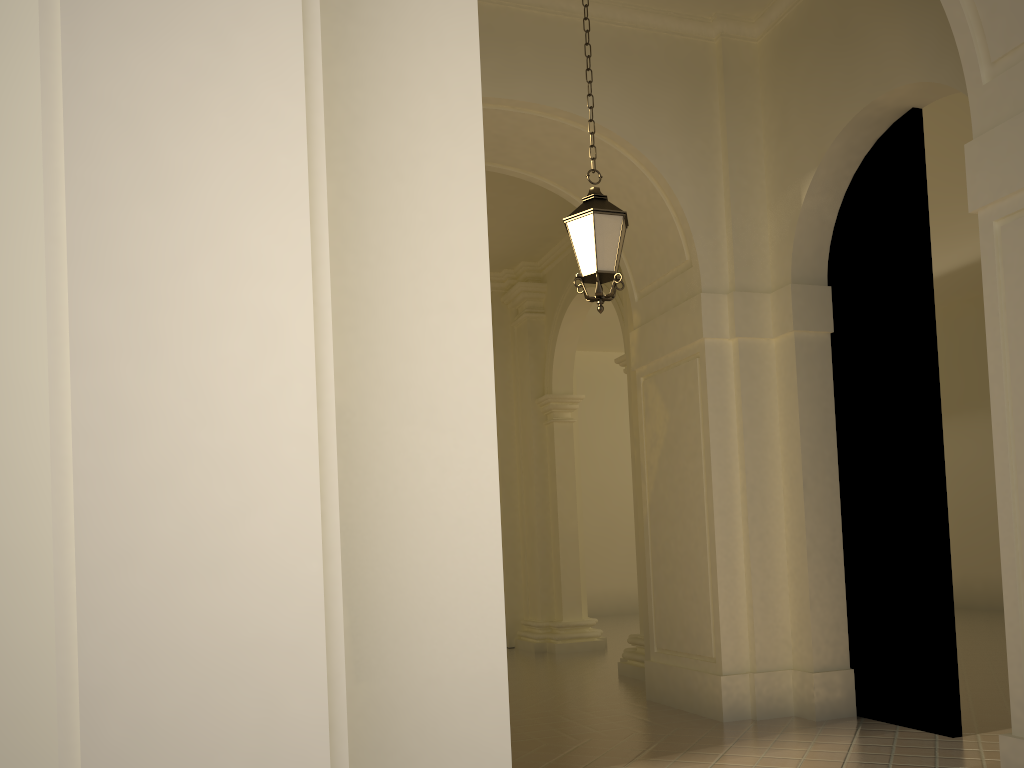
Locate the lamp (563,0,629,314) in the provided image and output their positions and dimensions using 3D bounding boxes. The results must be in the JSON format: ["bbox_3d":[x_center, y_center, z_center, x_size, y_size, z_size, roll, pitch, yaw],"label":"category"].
[{"bbox_3d":[0.551,-2.133,6.230,0.513,3.287,0.442,-5,-3,41],"label":"lamp"}]
